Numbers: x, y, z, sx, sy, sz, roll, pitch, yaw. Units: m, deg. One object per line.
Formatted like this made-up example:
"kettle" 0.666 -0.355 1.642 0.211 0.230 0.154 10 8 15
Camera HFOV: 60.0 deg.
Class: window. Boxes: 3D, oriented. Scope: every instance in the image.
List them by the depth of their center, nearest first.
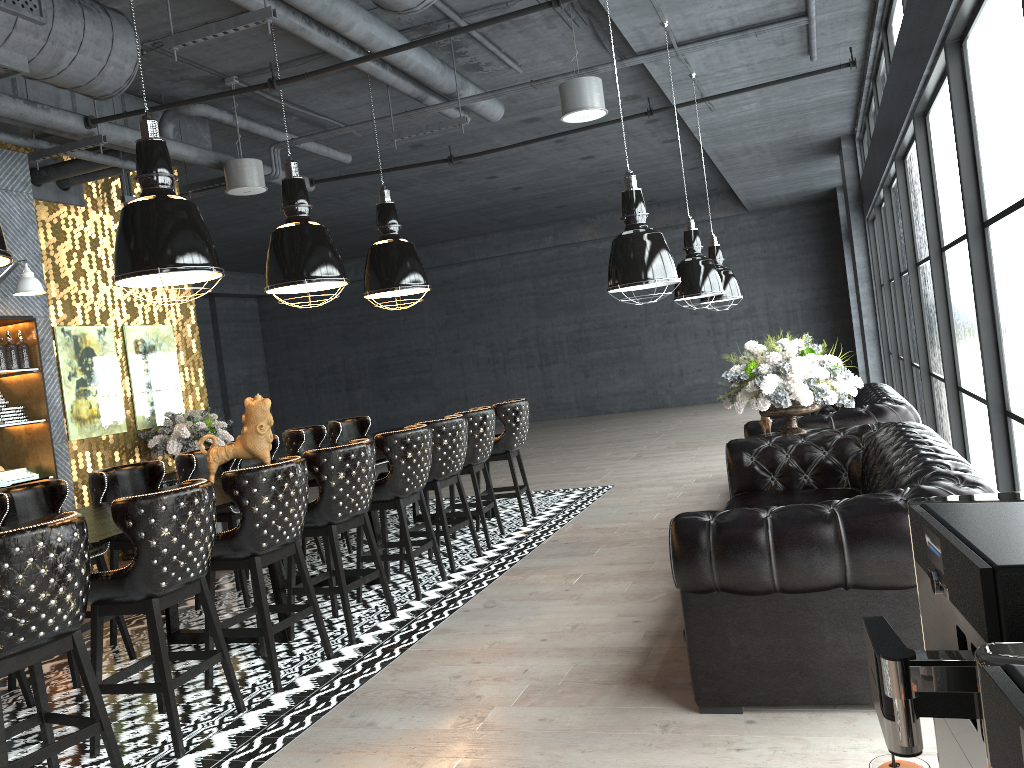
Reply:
"window" 2.907 -0.954 6.211 0.120 3.729 20.808 -7 2 20

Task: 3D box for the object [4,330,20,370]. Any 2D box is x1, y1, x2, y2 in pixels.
"object" -4.258 -0.284 7.528 0.109 0.349 0.109 -7 1 5

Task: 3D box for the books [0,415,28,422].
"books" -4.280 0.298 7.522 0.193 0.028 0.246 -6 2 33

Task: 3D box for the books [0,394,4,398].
"books" -4.368 0.116 7.334 0.193 0.028 0.245 -7 2 0

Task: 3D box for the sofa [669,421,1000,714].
"sofa" 1.565 0.722 4.289 1.239 0.838 2.567 -7 2 19

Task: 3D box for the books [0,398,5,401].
"books" -4.360 0.142 7.366 0.193 0.028 0.245 -8 2 -10

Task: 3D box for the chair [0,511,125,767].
"chair" -1.782 1.051 3.221 0.568 1.092 0.504 -7 1 29

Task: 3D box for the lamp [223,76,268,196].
"lamp" -2.496 -2.277 8.109 0.381 1.045 0.380 -7 1 30

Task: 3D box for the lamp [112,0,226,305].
"lamp" -2.122 -1.612 5.147 0.622 2.302 0.621 -8 1 -25

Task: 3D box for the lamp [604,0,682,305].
"lamp" 0.563 -1.494 4.630 0.391 2.161 0.391 -8 1 -25

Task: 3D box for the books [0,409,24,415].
"books" -4.312 0.245 7.509 0.193 0.028 0.246 -7 2 26

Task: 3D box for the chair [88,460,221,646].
"chair" -2.321 1.056 5.643 0.568 1.092 0.504 -7 1 28

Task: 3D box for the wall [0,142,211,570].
"wall" -3.980 -0.441 8.991 0.024 4.382 2.446 -7 1 20

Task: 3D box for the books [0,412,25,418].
"books" -4.298 0.272 7.508 0.193 0.028 0.246 -7 2 22

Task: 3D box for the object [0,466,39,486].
"object" -4.359 0.774 7.444 0.484 0.149 0.535 -7 2 18

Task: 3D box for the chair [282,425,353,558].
"chair" -1.647 0.912 7.743 0.568 1.092 0.504 -7 1 12

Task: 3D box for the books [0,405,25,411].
"books" -4.308 0.216 7.528 0.193 0.028 0.245 -7 2 19

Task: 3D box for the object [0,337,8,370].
"object" -4.297 -0.276 7.420 0.109 0.349 0.109 -8 1 -25

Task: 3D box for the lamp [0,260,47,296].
"lamp" -4.067 -0.870 7.334 0.489 0.287 0.244 -6 2 36

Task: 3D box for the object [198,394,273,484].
"object" -1.767 0.353 5.704 0.475 0.545 0.249 -8 1 -18

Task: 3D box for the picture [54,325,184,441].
"picture" -3.912 -0.056 8.970 0.022 1.073 1.575 -7 1 20

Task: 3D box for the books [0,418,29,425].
"books" -4.275 0.325 7.524 0.193 0.028 0.245 -7 2 21

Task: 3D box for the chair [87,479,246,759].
"chair" -1.533 1.001 3.891 0.568 1.092 0.504 -7 1 16

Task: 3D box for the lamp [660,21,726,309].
"lamp" 1.287 -1.643 6.679 0.391 2.161 0.391 -8 1 -25

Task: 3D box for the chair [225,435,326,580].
"chair" -1.928 0.966 7.085 0.568 1.092 0.504 -7 1 21

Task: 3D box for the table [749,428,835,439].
"table" 1.910 0.692 5.909 0.572 0.726 0.572 -8 1 -17

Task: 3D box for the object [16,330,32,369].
"object" -4.219 -0.292 7.636 0.109 0.349 0.109 -8 1 -10

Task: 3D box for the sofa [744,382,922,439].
"sofa" 2.653 0.498 7.369 1.239 0.838 2.567 -7 2 19

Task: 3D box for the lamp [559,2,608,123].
"lamp" 0.508 -2.629 7.025 0.381 1.030 0.380 -7 1 9

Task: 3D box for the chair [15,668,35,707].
"chair" -2.841 1.158 4.361 0.568 1.092 0.504 -7 1 10

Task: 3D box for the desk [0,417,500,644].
"desk" -1.554 1.048 5.725 1.433 0.927 7.599 -7 2 20

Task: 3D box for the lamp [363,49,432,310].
"lamp" -1.151 -1.812 7.895 0.622 2.302 0.621 -8 1 -25

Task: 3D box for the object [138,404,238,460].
"object" -3.357 0.578 9.188 0.875 0.663 0.847 -8 2 -40

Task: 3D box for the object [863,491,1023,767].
"object" 0.577 0.322 0.893 0.503 0.426 0.335 -7 1 20

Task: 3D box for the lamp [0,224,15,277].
"lamp" -2.607 -1.512 3.773 0.622 2.302 0.621 -8 1 -25

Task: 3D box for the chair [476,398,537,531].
"chair" -0.067 0.703 7.907 0.568 1.092 0.504 -7 1 12

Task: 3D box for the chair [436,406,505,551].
"chair" -0.356 0.759 7.235 0.568 1.092 0.504 -7 1 14

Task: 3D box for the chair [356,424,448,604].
"chair" -0.754 0.846 5.903 0.568 1.092 0.504 -7 1 17

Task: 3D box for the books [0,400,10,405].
"books" -4.319 0.166 7.343 0.193 0.028 0.245 -7 2 -4

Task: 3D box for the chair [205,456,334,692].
"chair" -1.272 0.950 4.543 0.568 1.092 0.504 -7 1 23

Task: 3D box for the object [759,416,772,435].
"object" 1.739 0.259 6.096 0.086 0.183 0.136 -7 1 27

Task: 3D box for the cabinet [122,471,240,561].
"cabinet" -3.307 1.279 9.138 0.709 0.738 1.386 -7 1 20

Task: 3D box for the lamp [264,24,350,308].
"lamp" -1.636 -1.712 6.521 0.622 2.302 0.621 -8 1 -25

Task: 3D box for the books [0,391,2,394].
"books" -4.377 0.088 7.335 0.193 0.028 0.245 -8 2 -9

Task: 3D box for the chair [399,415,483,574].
"chair" -0.550 0.802 6.558 0.568 1.092 0.504 -7 1 24

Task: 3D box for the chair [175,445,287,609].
"chair" -2.048 1.001 6.352 0.568 1.092 0.504 -7 1 21

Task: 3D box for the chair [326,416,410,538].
"chair" -1.414 0.864 8.423 0.568 1.092 0.504 -7 1 29

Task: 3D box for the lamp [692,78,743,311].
"lamp" 1.781 -1.741 8.078 0.391 2.153 0.391 -8 1 -25

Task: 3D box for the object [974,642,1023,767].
"object" 0.405 0.357 0.406 0.503 0.426 0.335 -7 1 20

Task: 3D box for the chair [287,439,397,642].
"chair" -1.026 0.900 5.209 0.568 1.092 0.504 -7 1 24

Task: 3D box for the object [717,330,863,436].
"object" 1.806 0.007 5.873 0.875 0.663 0.847 -8 2 -40

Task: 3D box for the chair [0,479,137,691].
"chair" -2.607 1.110 5.024 0.568 1.092 0.504 -7 1 15

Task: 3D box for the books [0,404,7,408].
"books" -4.366 0.200 7.372 0.193 0.028 0.245 -7 2 3
